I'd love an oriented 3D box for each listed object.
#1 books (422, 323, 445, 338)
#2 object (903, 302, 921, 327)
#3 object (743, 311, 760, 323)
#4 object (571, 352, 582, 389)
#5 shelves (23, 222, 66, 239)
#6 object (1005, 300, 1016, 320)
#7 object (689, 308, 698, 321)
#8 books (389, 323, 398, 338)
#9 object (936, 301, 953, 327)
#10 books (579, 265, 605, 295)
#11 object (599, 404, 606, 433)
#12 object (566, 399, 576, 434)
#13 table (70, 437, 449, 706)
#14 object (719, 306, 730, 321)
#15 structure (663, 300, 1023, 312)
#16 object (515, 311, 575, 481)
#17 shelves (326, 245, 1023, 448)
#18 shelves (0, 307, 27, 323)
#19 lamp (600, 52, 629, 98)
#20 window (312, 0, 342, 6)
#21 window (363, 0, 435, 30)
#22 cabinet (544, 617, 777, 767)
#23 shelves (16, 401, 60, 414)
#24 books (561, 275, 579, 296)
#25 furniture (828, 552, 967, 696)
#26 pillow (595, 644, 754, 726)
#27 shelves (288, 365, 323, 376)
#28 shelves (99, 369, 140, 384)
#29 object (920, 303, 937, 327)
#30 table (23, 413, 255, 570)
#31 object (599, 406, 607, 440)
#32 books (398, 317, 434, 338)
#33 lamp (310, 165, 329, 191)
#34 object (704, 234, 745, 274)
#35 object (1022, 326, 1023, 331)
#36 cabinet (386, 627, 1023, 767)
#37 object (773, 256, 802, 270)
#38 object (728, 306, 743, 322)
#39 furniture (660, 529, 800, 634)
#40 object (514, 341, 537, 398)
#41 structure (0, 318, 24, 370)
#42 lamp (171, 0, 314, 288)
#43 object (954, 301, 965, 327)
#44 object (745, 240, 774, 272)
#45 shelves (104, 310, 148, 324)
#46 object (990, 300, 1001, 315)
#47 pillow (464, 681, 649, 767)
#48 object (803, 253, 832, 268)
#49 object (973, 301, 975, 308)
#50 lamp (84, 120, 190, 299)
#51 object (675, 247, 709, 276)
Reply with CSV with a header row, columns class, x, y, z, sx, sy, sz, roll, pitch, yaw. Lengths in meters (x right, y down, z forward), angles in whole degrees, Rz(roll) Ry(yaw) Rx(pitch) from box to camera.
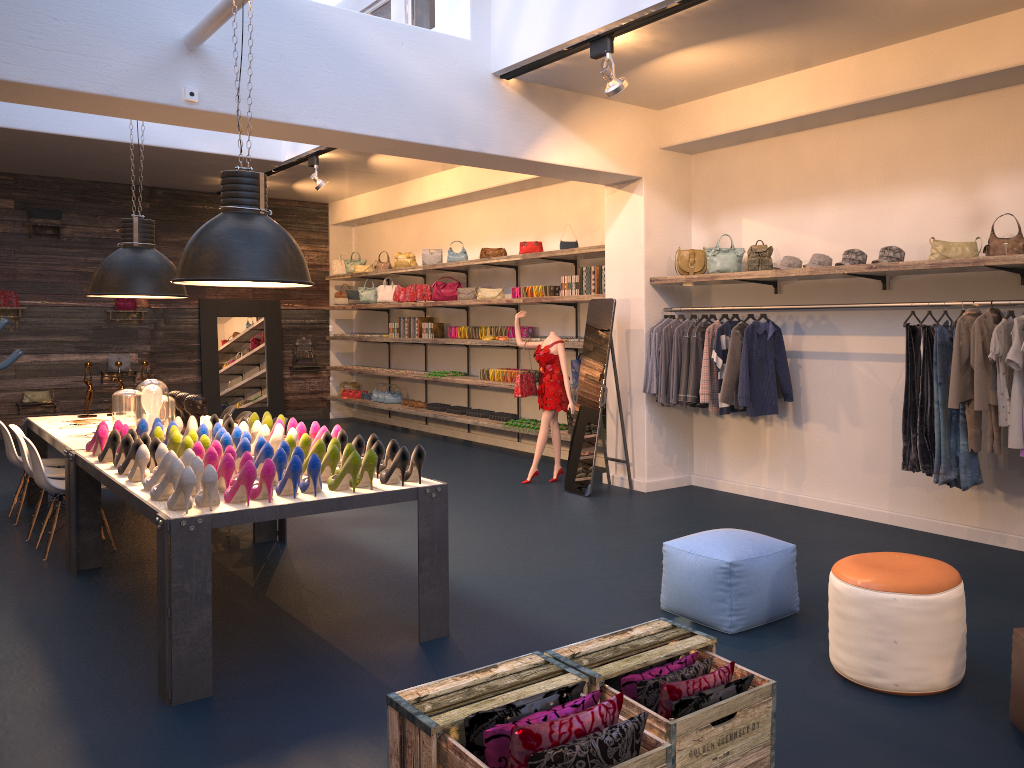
class,x,y,z,sx,sy,sz,roll,pitch,yaw
books,-1.078,-0.728,11.841,0.197,0.213,0.303,-1,3,-36
object,2.803,-0.485,6.067,0.252,0.177,0.013,-2,1,-38
object,1.985,-0.541,7.222,0.467,0.219,0.009,-2,1,-37
object,0.790,-0.150,9.110,0.401,0.390,0.167,-1,1,-24
shelves,-6.235,-2.040,11.591,0.489,0.178,0.225,-2,3,-37
object,3.180,-0.427,5.534,0.467,0.219,0.009,-2,1,-38
object,1.617,-0.577,7.733,0.467,0.219,0.009,-2,1,-37
books,-1.631,-0.776,12.540,0.195,0.210,0.292,-1,3,-35
object,2.936,-0.472,5.880,0.252,0.177,0.013,-2,1,-38
books,0.956,-1.047,8.805,0.259,0.288,0.588,-1,3,-37
object,0.905,0.368,8.888,0.372,0.356,0.149,-1,1,-37
object,0.748,0.331,9.195,0.401,0.390,0.166,-1,1,-24
table,-1.507,0.818,4.785,1.339,0.740,2.334,-2,4,-36
object,1.828,-0.559,7.458,0.467,0.219,0.009,-2,1,-37
structure,3.725,-0.465,4.778,0.042,0.039,8.012,-1,4,-35
object,0.369,0.116,8.426,0.695,1.664,0.370,0,0,30
shelves,-1.806,-0.039,5.202,9.370,2.226,15.481,-2,4,-36
shelves,-6.606,-0.895,11.297,0.489,0.210,0.225,-2,3,-37
lamp,0.684,-2.119,6.004,0.248,0.327,0.175,0,1,-9
window,0.278,-3.999,2.223,4.699,0.837,17.249,-2,5,-35
window,-1.600,-3.235,4.898,4.863,0.651,10.403,-3,5,-36
cabinet,0.447,1.069,2.512,0.510,0.548,0.511,-1,2,-36
shelves,-6.293,0.320,11.528,0.489,0.157,0.225,-2,4,-37
books,0.676,-1.030,9.141,0.195,0.210,0.292,-1,3,-35
furniture,1.681,1.020,3.802,0.627,0.480,0.534,-1,3,-34
pillow,0.436,0.945,2.508,0.335,0.319,0.421,-1,3,-36
shelves,-3.290,-0.211,13.835,0.489,0.157,0.225,-2,4,-37
shelves,-5.491,-0.100,12.147,0.489,0.183,0.225,-2,3,-37
object,2.872,-0.478,5.970,0.252,0.177,0.013,-2,1,-38
table,-2.869,0.689,6.701,1.339,0.740,2.334,-2,4,-36
object,1.016,0.384,8.790,0.405,0.339,0.200,-1,1,-30
books,-1.351,-0.793,12.204,0.259,0.288,0.588,-1,3,-37
lamp,-2.259,-2.398,10.154,0.237,0.327,0.183,0,1,6
object,1.878,-1.141,7.656,0.371,0.367,0.174,0,1,-2
object,3.270,-0.430,5.411,0.392,0.197,0.013,-2,1,-38
cabinet,1.106,1.061,2.658,2.988,0.548,0.697,-1,3,-24
object,2.232,-0.977,7.026,0.241,0.125,0.184,0,3,-1
object,1.895,-0.553,7.367,0.467,0.219,0.009,-2,1,-37
furniture,1.150,0.996,4.595,0.703,0.423,0.595,-2,3,-38
object,0.139,-0.151,8.549,0.084,0.553,0.341,0,1,31
structure,-6.392,-0.093,10.369,1.002,1.807,0.166,0,0,-13
lamp,-1.447,-1.359,4.683,0.759,1.646,0.641,0,1,-45
object,3.005,-0.466,5.782,0.252,0.177,0.013,-2,1,-38
object,2.067,-1.075,7.347,0.259,0.284,0.351,0,2,-18
shelves,-5.432,-0.939,12.222,0.536,0.184,0.186,-2,3,-37
object,3.110,-0.454,5.623,0.439,0.179,0.016,-2,1,-36
pillow,0.081,0.934,2.122,0.387,0.349,0.401,-1,3,-36
object,2.392,-0.962,6.801,0.241,0.125,0.184,0,3,-1
object,3.047,-0.460,5.721,0.439,0.179,0.016,-2,1,-36
lamp,-2.899,-1.496,6.723,0.705,1.646,0.695,0,1,0
object,1.646,-1.107,7.886,0.329,0.284,0.198,0,1,-9
